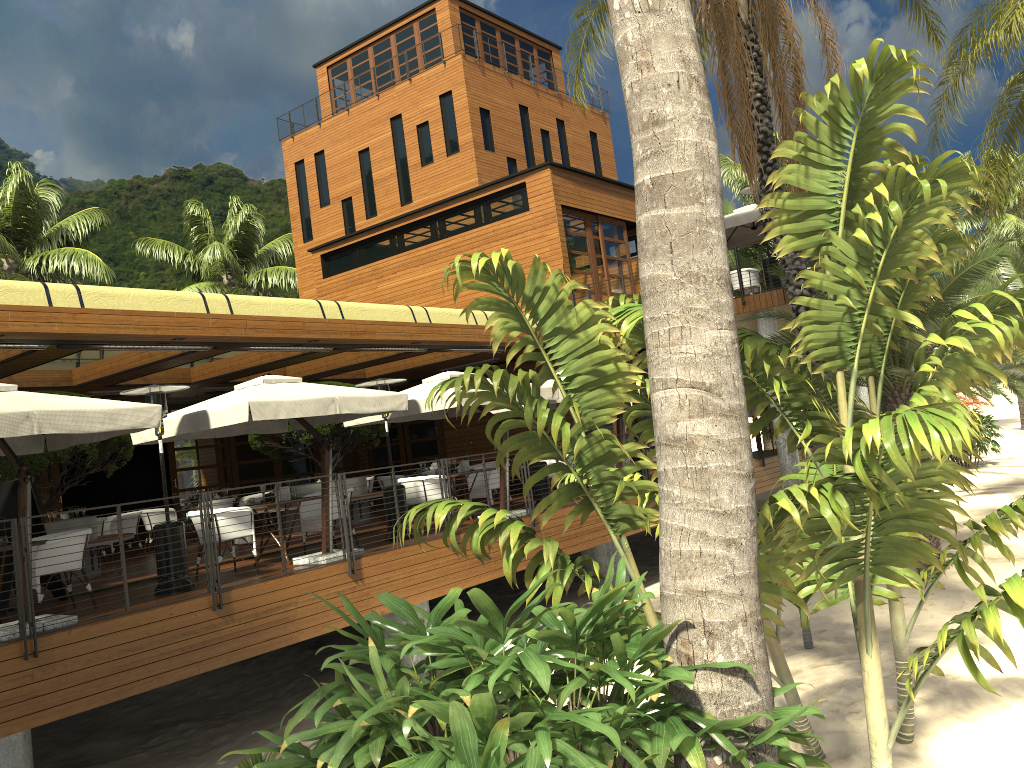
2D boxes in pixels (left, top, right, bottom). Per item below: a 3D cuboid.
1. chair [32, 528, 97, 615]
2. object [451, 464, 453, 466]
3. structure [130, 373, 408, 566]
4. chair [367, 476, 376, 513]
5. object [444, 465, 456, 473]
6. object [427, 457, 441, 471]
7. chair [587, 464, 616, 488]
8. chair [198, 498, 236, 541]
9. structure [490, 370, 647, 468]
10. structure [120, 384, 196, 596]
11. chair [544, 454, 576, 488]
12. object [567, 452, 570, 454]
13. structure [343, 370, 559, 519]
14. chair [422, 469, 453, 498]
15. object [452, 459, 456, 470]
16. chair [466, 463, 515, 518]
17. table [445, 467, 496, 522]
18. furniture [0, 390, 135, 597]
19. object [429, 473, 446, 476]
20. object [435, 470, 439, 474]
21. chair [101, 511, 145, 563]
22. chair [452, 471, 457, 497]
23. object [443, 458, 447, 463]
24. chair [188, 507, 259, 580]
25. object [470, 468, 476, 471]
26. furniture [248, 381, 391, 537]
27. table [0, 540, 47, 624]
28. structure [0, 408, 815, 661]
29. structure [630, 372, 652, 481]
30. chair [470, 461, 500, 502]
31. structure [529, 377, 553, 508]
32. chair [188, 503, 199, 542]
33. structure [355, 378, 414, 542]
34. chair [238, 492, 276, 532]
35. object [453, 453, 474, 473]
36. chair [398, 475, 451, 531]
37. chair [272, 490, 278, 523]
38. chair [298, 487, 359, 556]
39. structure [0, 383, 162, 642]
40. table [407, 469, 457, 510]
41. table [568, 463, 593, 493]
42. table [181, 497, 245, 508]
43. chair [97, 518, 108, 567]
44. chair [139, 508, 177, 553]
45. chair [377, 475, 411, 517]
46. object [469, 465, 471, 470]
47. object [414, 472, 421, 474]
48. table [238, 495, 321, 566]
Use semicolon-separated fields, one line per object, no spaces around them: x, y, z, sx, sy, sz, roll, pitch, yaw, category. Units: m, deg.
-4.470;1.865;8.736;0.626;0.789;0.617;-11;-6;38;chair
-1.255;1.612;17.674;0.163;0.179;0.167;-7;-5;-4;object
-2.883;1.025;10.891;2.409;2.336;2.414;-11;-6;37;structure
-3.280;2.461;19.450;0.617;0.789;0.626;-7;-5;-7;chair
-0.965;1.288;13.644;0.162;0.179;0.168;-11;-6;39;object
-1.566;1.628;17.905;0.263;0.264;0.263;-7;-5;-7;object
1.741;1.606;16.907;0.626;0.789;0.617;-11;-6;38;chair
-5.325;2.503;16.141;0.628;0.789;0.615;-5;-5;-32;chair
1.204;0.854;16.267;2.409;2.336;2.414;-11;-6;37;structure
-3.667;1.087;9.362;0.698;2.196;0.699;-10;-5;25;structure
0.781;1.649;15.685;0.626;0.789;0.617;-11;-6;38;chair
1.036;1.254;16.154;0.116;0.065;0.116;-9;-4;19;object
-0.839;0.939;13.579;2.409;2.336;2.414;-11;-6;37;structure
-1.373;2.032;17.001;0.627;0.789;0.615;-7;-5;-7;chair
-0.893;1.267;13.864;0.082;0.227;0.082;-11;-6;38;object
-0.327;1.692;14.187;0.626;0.789;0.617;-11;-6;38;chair
-0.819;1.730;13.526;0.930;0.750;0.932;-11;-6;37;table
-6.709;1.468;12.402;2.569;2.727;2.715;-8;-5;2;furniture
-1.085;1.357;13.280;0.294;0.025;0.170;-11;-5;37;object
-1.129;1.347;13.490;0.086;0.086;0.086;-12;-6;42;object
-6.643;2.610;15.150;0.626;0.789;0.617;-12;-6;43;chair
-1.430;2.156;18.657;0.627;0.789;0.615;-7;-5;-7;chair
-1.354;1.628;18.096;0.082;0.227;0.082;-8;-5;-1;object
-3.354;1.822;10.245;0.626;0.789;0.617;-11;-6;38;chair
-0.718;1.350;13.874;0.294;0.025;0.170;-11;-5;37;object
-3.518;1.326;16.486;2.612;2.727;2.694;-10;-5;28;furniture
-4.918;1.902;8.135;0.930;0.750;0.932;-11;-6;37;table
0.720;1.490;13.628;0.163;1.155;26.273;-11;-5;37;structure
2.395;0.834;17.337;0.698;2.196;0.699;-10;-5;25;structure
-0.556;1.982;17.851;0.617;0.789;0.626;-7;-5;-7;chair
0.370;0.919;14.672;0.698;2.196;0.699;-10;-5;25;structure
-6.073;2.707;17.610;0.628;0.789;0.615;-5;-5;-32;chair
-1.652;1.003;12.013;0.698;2.196;0.699;-10;-5;25;structure
-4.938;2.529;17.255;0.617;0.789;0.626;-5;-5;-32;chair
-0.736;1.203;13.465;0.263;0.264;0.263;-7;-5;-8;object
-1.286;1.735;12.965;0.626;0.789;0.617;-11;-6;38;chair
-4.883;2.664;19.277;0.617;0.789;0.626;-7;-5;-7;chair
-2.359;1.777;11.514;0.626;0.789;0.617;-11;-6;38;chair
-4.926;1.110;8.202;2.409;2.336;2.414;-11;-6;37;structure
-1.484;2.126;17.862;1.163;0.750;1.166;-12;-6;42;table
1.235;1.645;16.229;0.930;0.750;0.932;-11;-6;37;table
-5.657;2.619;16.893;1.165;0.750;1.165;-9;-5;17;table
-6.731;2.539;13.977;0.615;0.789;0.628;-12;-6;43;chair
-6.532;2.682;16.388;0.617;0.789;0.626;-5;-5;-32;chair
-2.358;2.216;17.738;0.617;0.789;0.626;-7;-5;-7;chair
-0.681;1.299;13.674;0.086;0.086;0.086;-12;-6;42;object
-1.898;1.789;17.849;0.170;0.025;0.294;-8;-4;-2;object
-2.869;1.816;10.830;0.930;0.750;0.932;-11;-6;37;table
